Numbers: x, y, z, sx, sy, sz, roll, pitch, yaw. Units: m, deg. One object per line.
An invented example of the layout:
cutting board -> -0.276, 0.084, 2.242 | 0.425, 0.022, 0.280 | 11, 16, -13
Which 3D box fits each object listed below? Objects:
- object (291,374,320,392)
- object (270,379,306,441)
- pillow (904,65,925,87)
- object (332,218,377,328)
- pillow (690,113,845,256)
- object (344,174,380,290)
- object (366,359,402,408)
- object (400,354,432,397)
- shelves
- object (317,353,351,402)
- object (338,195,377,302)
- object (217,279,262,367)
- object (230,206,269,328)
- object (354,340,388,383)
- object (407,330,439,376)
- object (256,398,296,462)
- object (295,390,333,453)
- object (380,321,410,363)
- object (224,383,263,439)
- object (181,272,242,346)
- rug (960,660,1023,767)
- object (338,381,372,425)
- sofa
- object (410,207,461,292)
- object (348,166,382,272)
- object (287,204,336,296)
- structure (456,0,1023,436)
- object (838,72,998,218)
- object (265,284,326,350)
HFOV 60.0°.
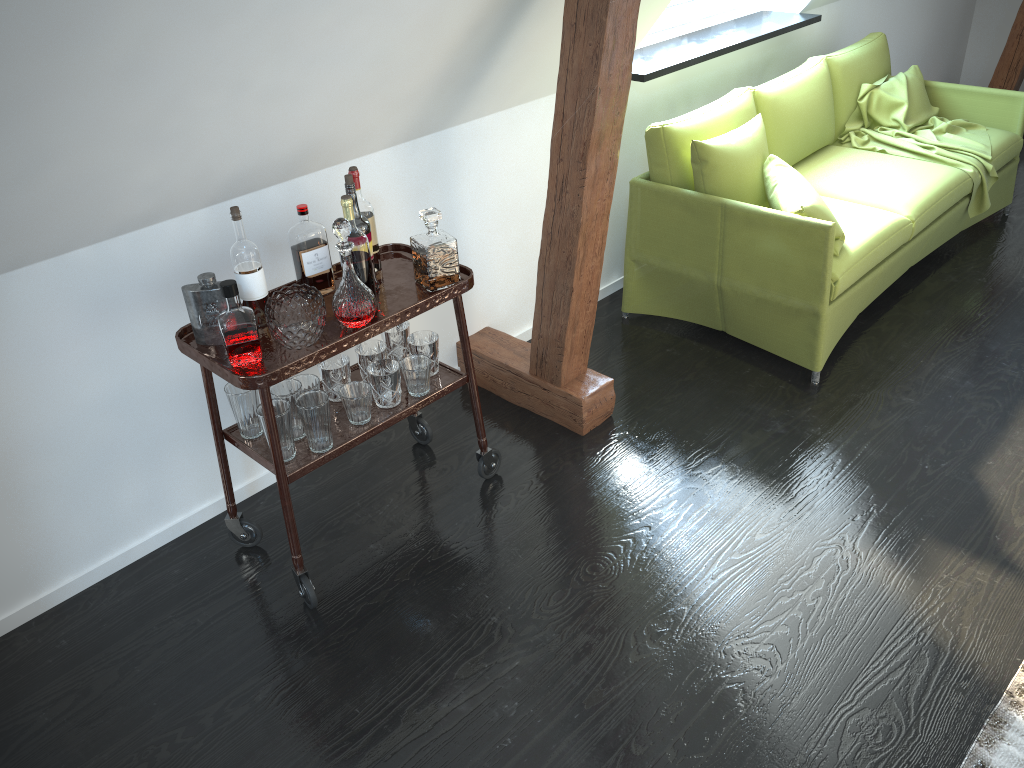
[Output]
object -> -0.583, 0.037, 2.512 | 0.092, 0.099, 0.092 | 9, 34, 20
object -> -0.600, 0.074, 2.402 | 0.087, 0.155, 0.087 | 6, 33, 16
pillow -> 1.926, -1.385, 4.373 | 0.210, 0.275, 0.462 | 23, 41, 36
object -> -0.412, -0.281, 2.242 | 0.114, 0.292, 0.114 | 6, 33, 15
pillow -> 1.008, -0.744, 3.317 | 0.600, 0.387, 0.475 | 23, 40, 35
object -> -0.420, -0.407, 2.410 | 0.080, 0.329, 0.080 | 18, 38, 30
object -> -0.359, 0.002, 2.527 | 0.095, 0.119, 0.095 | 0, 32, 6
object -> -0.275, -0.021, 2.574 | 0.092, 0.099, 0.092 | 9, 34, 20
shelves -> -0.462, 0.083, 2.589 | 0.438, 0.732, 0.803 | 22, 40, 34
object -> -0.510, -0.016, 2.571 | 0.095, 0.119, 0.095 | 0, 32, 6
object -> -0.416, -0.350, 2.341 | 0.081, 0.307, 0.081 | -26, 38, -32
object -> -0.662, -0.151, 2.137 | 0.087, 0.206, 0.087 | -14, 33, -16
object -> -0.677, -0.300, 2.273 | 0.073, 0.320, 0.073 | 18, 38, 30
object -> -0.411, -0.058, 2.628 | 0.095, 0.119, 0.095 | 0, 32, 6
object -> -0.262, -0.088, 2.662 | 0.095, 0.119, 0.095 | 0, 32, 6
object -> -0.610, 0.126, 2.319 | 0.087, 0.155, 0.087 | 6, 33, 16
object -> -0.516, 0.103, 2.346 | 0.087, 0.155, 0.087 | 6, 33, 16
object -> -0.357, -0.130, 2.739 | 0.095, 0.119, 0.095 | 0, 32, 6
object -> -0.724, 0.070, 2.419 | 0.087, 0.155, 0.087 | 6, 33, 16
object -> -0.750, -0.188, 2.233 | 0.135, 0.182, 0.052 | -7, 32, -6
rug -> 1.804, 1.055, 1.476 | 1.898, 0.022, 2.677 | 25, 42, 37
object -> -0.429, 0.057, 2.465 | 0.092, 0.099, 0.092 | 9, 34, 20
sofa -> 1.477, -0.928, 3.937 | 0.898, 0.825, 2.093 | 24, 41, 37
object -> -0.215, -0.377, 2.450 | 0.101, 0.211, 0.101 | -20, 35, -25
object -> -0.432, -0.469, 2.534 | 0.081, 0.308, 0.081 | 18, 38, 31
object -> -0.552, -0.365, 2.425 | 0.099, 0.257, 0.067 | -27, 39, -33
structure -> -1.245, -0.035, 1.715 | 1.023, 1.963, 12.350 | 25, 42, 37
object -> 2.001, -1.167, 4.229 | 0.722, 0.493, 0.711 | 21, 39, 34
object -> -0.546, -0.165, 2.257 | 0.151, 0.092, 0.245 | -12, 33, -13
